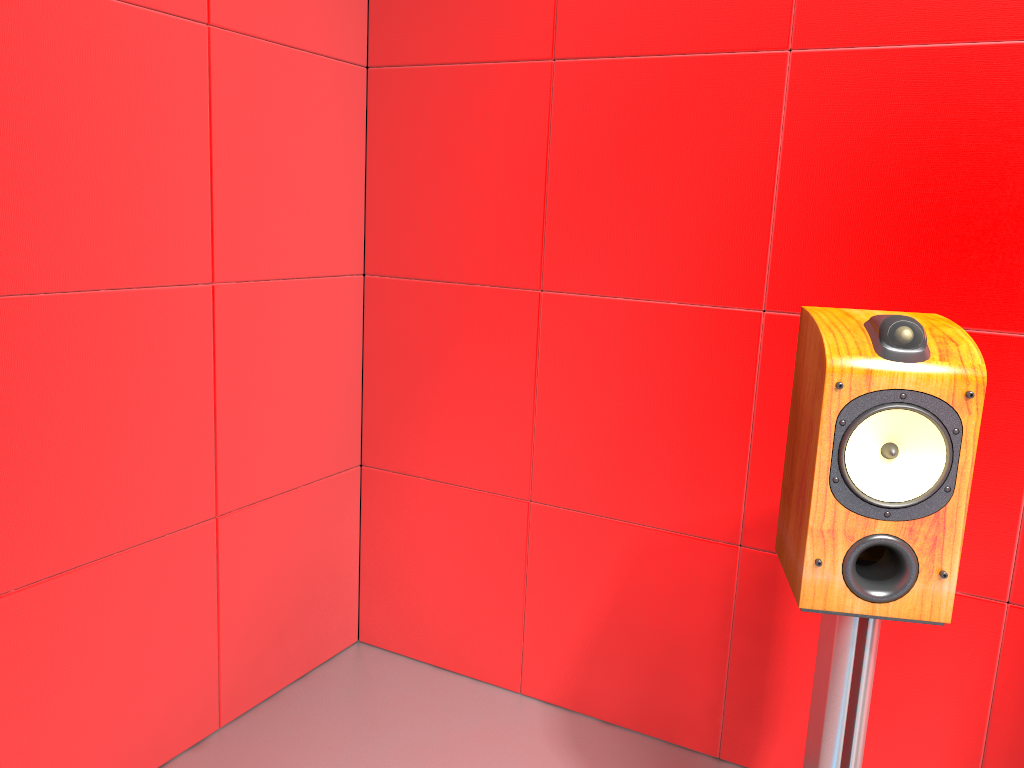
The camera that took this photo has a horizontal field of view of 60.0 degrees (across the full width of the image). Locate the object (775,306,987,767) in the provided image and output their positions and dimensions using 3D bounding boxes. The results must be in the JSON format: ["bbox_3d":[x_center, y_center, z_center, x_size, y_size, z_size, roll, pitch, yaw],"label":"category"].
[{"bbox_3d":[0.514,0.414,1.366,0.231,1.058,0.265,4,11,8],"label":"object"}]
